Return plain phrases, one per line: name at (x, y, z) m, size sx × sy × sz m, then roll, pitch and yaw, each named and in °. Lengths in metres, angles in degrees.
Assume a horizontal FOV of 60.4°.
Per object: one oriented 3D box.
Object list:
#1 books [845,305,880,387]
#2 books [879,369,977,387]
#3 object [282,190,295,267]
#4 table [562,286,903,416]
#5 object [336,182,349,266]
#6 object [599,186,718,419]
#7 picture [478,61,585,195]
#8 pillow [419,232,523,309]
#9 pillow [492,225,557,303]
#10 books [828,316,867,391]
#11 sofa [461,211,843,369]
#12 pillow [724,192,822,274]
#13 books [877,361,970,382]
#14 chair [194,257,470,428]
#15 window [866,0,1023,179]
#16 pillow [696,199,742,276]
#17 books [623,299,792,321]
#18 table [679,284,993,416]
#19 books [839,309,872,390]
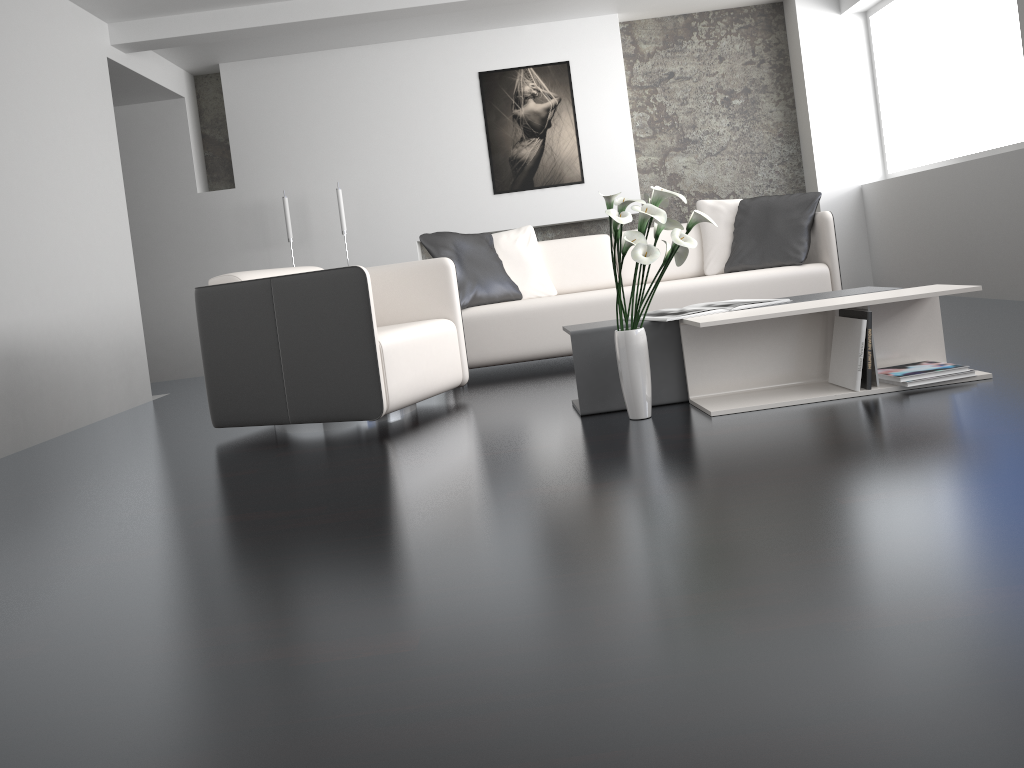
books at (1.221, -0.143, 3.088) m, size 0.007 × 0.283 × 0.206 m, roll -7°, pitch 3°, yaw -2°
books at (1.420, -0.029, 3.048) m, size 0.264 × 0.017 × 0.214 m, roll -9°, pitch 8°, yaw -10°
object at (-1.714, -0.839, 6.967) m, size 0.180 × 1.390 × 0.180 m, roll -7°, pitch 1°, yaw 0°
table at (0.850, -0.139, 3.403) m, size 1.258 × 0.313 × 0.300 m, roll -8°, pitch 4°, yaw -2°
object at (-1.269, -0.882, 6.867) m, size 0.180 × 1.390 × 0.180 m, roll -7°, pitch 1°, yaw 0°
object at (0.493, -0.284, 3.011) m, size 0.379 × 0.794 × 0.447 m, roll -8°, pitch 3°, yaw -17°
picture at (0.159, -2.083, 7.160) m, size 0.746 × 1.001 × 0.004 m, roll -7°, pitch 1°, yaw 0°
pillow at (-0.214, -0.663, 5.004) m, size 0.276 × 0.447 × 0.572 m, roll -5°, pitch 6°, yaw 44°
pillow at (-0.066, -0.687, 5.278) m, size 0.586 × 0.498 × 0.324 m, roll -8°, pitch 3°, yaw -11°
books at (1.166, -0.110, 3.064) m, size 0.069 × 0.237 × 0.228 m, roll -7°, pitch 4°, yaw -2°
sofa at (0.665, -0.580, 5.214) m, size 2.240 × 0.658 × 0.925 m, roll -8°, pitch 5°, yaw -3°
pillow at (1.522, -0.887, 5.102) m, size 0.336 × 0.434 × 0.549 m, roll -11°, pitch 6°, yaw -44°
books at (1.400, -0.046, 3.065) m, size 0.264 × 0.017 × 0.228 m, roll -9°, pitch 8°, yaw -10°
chair at (-0.798, -0.223, 3.952) m, size 0.915 × 0.658 × 0.776 m, roll -5°, pitch 5°, yaw 24°
window at (3.048, -1.806, 3.174) m, size 0.110 × 1.420 × 8.120 m, roll -7°, pitch 7°, yaw 1°
pillow at (1.426, -0.906, 5.360) m, size 0.587 × 0.506 × 0.300 m, roll -7°, pitch 3°, yaw 4°
books at (0.742, -0.291, 3.398) m, size 0.551 × 0.017 × 0.359 m, roll -10°, pitch 8°, yaw -20°
table at (1.116, -0.131, 3.097) m, size 0.969 × 0.313 × 0.300 m, roll -8°, pitch 4°, yaw -2°
books at (1.195, -0.127, 3.068) m, size 0.050 × 0.262 × 0.235 m, roll -7°, pitch 4°, yaw -2°
